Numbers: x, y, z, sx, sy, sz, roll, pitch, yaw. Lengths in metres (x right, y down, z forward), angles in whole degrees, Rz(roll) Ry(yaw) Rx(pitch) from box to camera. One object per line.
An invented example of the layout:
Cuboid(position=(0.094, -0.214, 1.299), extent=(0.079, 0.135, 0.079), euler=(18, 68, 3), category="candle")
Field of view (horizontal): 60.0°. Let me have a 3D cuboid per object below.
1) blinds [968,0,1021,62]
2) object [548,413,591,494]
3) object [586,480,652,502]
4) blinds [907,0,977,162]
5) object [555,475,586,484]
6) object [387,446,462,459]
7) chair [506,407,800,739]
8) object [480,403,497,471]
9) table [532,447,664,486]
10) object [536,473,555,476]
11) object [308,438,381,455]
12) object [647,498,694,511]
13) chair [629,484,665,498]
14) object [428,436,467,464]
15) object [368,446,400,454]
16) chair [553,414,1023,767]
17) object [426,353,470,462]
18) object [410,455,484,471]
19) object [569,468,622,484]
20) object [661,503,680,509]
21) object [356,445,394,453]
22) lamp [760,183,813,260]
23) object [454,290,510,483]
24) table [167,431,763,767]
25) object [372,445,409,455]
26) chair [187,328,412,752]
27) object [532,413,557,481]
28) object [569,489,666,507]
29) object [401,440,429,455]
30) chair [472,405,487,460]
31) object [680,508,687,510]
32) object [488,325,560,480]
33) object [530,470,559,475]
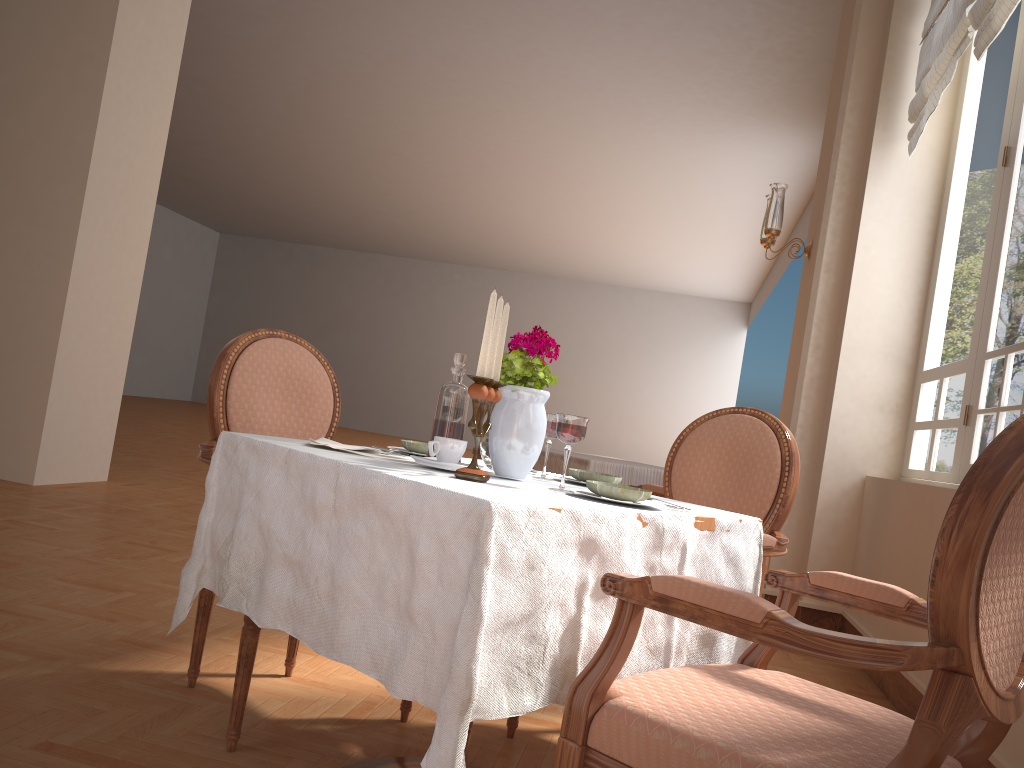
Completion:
Cuboid(position=(1.765, -1.858, 2.990), extent=(0.085, 1.235, 0.788), euler=(9, -2, 11), category="blinds")
Cuboid(position=(0.098, 0.122, 1.561), extent=(0.062, 0.135, 0.062), euler=(8, -2, 42), category="object")
Cuboid(position=(0.186, 0.191, 1.558), extent=(0.117, 0.024, 0.117), euler=(11, -3, -38), category="object")
Cuboid(position=(1.898, -1.733, 3.801), extent=(0.072, 1.376, 0.844), euler=(9, -2, 11), category="blinds")
Cuboid(position=(0.177, 0.215, 1.919), extent=(0.171, 0.005, 0.171), euler=(7, -3, 41), category="object")
Cuboid(position=(-0.196, 0.157, 1.990), extent=(0.171, 0.005, 0.171), euler=(11, -3, -42), category="object")
Cuboid(position=(0.402, 0.487, 2.256), extent=(0.520, 0.931, 0.593), euler=(8, -2, 44), category="chair")
Cuboid(position=(-0.021, 0.112, 1.826), extent=(0.092, 0.138, 0.093), euler=(8, -2, 39), category="object")
Cuboid(position=(0.372, 0.688, 4.221), extent=(0.832, 0.677, 0.829), euler=(11, -2, -34), category="table")
Cuboid(position=(0.097, 0.207, 2.006), extent=(0.125, 0.002, 0.016), euler=(11, -3, -42), category="object")
Cuboid(position=(-0.357, 0.116, 1.736), extent=(0.095, 0.012, 0.234), euler=(11, -3, -41), category="object")
Cuboid(position=(0.288, 0.222, 1.657), extent=(0.027, 0.006, 0.125), euler=(11, -3, -43), category="object")
Cuboid(position=(0.803, 0.608, 3.652), extent=(0.521, 0.931, 0.592), euler=(10, -2, -35), category="chair")
Cuboid(position=(-0.125, 0.125, 1.651), extent=(0.078, 0.049, 0.062), euler=(10, -2, -17), category="object")
Cuboid(position=(-0.277, 0.142, 1.906), extent=(0.125, 0.002, 0.016), euler=(7, -3, 45), category="object")
Cuboid(position=(0.446, 0.455, 1.268), extent=(0.592, 0.931, 0.521), euler=(8, -2, 44), category="chair")
Cuboid(position=(-0.119, 0.050, 1.755), extent=(0.074, 0.222, 0.074), euler=(10, -2, -10), category="object")
Cuboid(position=(-0.121, 0.150, 1.652), extent=(0.119, 0.016, 0.119), euler=(8, -3, 30), category="object")
Cuboid(position=(0.179, 0.205, 1.919), extent=(0.117, 0.024, 0.117), euler=(10, -2, -10), category="object")
Cuboid(position=(0.254, 0.216, 1.626), extent=(0.013, 0.004, 0.127), euler=(11, -3, -42), category="object")
Cuboid(position=(-0.293, 0.137, 1.887), extent=(0.125, 0.006, 0.027), euler=(7, -3, 44), category="object")
Cuboid(position=(1.498, -0.862, 4.812), extent=(0.274, 0.362, 0.320), euler=(9, -2, 11), category="lamp")
Cuboid(position=(-0.044, 0.005, 1.527), extent=(0.059, 0.325, 0.177), euler=(9, -2, 9), category="object")
Cuboid(position=(-0.094, 0.512, 1.747), extent=(0.829, 0.680, 0.837), euler=(7, -3, 44), category="table")
Cuboid(position=(-0.261, 0.144, 1.919), extent=(0.127, 0.004, 0.013), euler=(7, -3, 45), category="object")
Cuboid(position=(-0.531, 0.333, 2.235), extent=(0.592, 0.931, 0.521), euler=(8, -2, 44), category="chair")
Cuboid(position=(0.074, 0.129, 1.822), extent=(0.062, 0.135, 0.062), euler=(8, -2, 42), category="object")
Cuboid(position=(0.185, 0.202, 1.558), extent=(0.171, 0.005, 0.171), euler=(11, -3, -29), category="object")
Cuboid(position=(-0.194, 0.146, 1.991), extent=(0.117, 0.024, 0.117), euler=(8, -2, 21), category="object")
Cuboid(position=(0.032, 0.527, 4.793), extent=(0.521, 0.931, 0.592), euler=(10, -2, -35), category="chair")
Cuboid(position=(0.270, 0.221, 1.638), extent=(0.016, 0.002, 0.125), euler=(11, -3, -42), category="object")
Cuboid(position=(0.015, 0.029, 1.705), extent=(0.124, 0.302, 0.143), euler=(9, -2, 9), category="object")
Cuboid(position=(0.079, 0.203, 2.024), extent=(0.126, 0.006, 0.027), euler=(11, -3, -43), category="object")
